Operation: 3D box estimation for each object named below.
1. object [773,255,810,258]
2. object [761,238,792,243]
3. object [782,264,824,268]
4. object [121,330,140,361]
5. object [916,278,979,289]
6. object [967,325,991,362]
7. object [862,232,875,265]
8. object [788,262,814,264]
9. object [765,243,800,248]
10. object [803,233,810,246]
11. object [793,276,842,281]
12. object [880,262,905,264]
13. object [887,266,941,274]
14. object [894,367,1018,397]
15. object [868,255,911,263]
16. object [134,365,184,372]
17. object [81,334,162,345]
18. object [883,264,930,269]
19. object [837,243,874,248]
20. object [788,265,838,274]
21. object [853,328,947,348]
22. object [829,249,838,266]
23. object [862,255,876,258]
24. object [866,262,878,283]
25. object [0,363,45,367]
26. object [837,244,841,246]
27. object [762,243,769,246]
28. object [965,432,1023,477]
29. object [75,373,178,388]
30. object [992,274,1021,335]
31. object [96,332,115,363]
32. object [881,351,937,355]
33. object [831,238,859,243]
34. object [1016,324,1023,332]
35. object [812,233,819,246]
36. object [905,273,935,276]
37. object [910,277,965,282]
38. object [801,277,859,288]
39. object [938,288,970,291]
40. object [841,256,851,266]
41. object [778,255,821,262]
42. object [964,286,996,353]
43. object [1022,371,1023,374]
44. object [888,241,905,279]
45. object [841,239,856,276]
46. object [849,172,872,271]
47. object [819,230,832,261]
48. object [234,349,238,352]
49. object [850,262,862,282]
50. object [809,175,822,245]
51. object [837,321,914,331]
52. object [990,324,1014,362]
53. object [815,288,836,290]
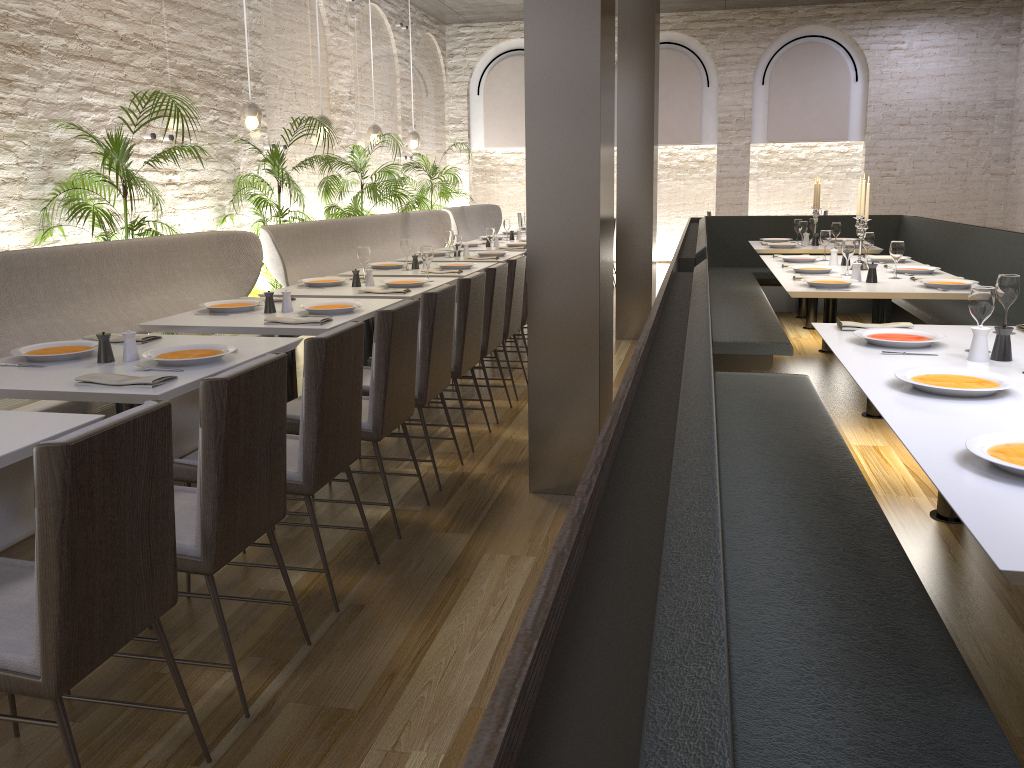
[{"bbox_3d":[2.239,-1.023,7.107,0.273,0.033,0.144,2,13,12],"label":"object"},{"bbox_3d":[2.658,-1.442,8.915,0.322,0.036,0.324,1,13,8],"label":"object"},{"bbox_3d":[2.060,-0.835,6.281,0.273,0.033,0.144,2,13,12],"label":"object"},{"bbox_3d":[-1.378,-0.141,3.198,0.059,0.108,0.060,0,11,4],"label":"object"},{"bbox_3d":[2.463,-0.564,5.017,0.321,0.036,0.324,-3,13,-12],"label":"object"},{"bbox_3d":[1.569,-0.135,2.972,0.069,0.126,0.069,0,11,6],"label":"object"},{"bbox_3d":[2.583,-0.985,6.435,0.086,0.229,0.087,4,12,24],"label":"object"},{"bbox_3d":[2.140,-0.896,6.564,0.185,0.010,0.017,2,12,12],"label":"object"},{"bbox_3d":[2.502,-1.278,8.198,0.321,0.036,0.324,-3,13,-12],"label":"object"},{"bbox_3d":[2.793,-1.372,8.404,0.069,0.126,0.069,-9,13,-35],"label":"object"},{"bbox_3d":[1.889,-0.655,5.489,0.273,0.033,0.144,2,13,12],"label":"object"},{"bbox_3d":[2.770,-0.883,6.453,0.181,0.015,0.038,2,13,13],"label":"object"},{"bbox_3d":[2.635,-0.745,5.813,0.322,0.036,0.323,7,15,31],"label":"object"},{"bbox_3d":[1.288,-0.001,2.583,0.321,0.036,0.324,-3,13,-12],"label":"object"},{"bbox_3d":[2.813,-0.931,6.631,0.322,0.036,0.324,1,13,8],"label":"object"},{"bbox_3d":[-1.198,-0.052,3.004,0.181,0.015,0.038,2,13,13],"label":"object"},{"bbox_3d":[-1.592,-0.185,3.617,0.273,0.033,0.144,2,13,12],"label":"object"},{"bbox_3d":[2.733,-0.812,6.138,0.273,0.033,0.144,2,13,12],"label":"object"},{"bbox_3d":[3.122,-1.257,8.064,0.321,0.036,0.324,-3,13,-12],"label":"object"},{"bbox_3d":[2.015,-0.766,5.946,0.322,0.036,0.323,7,15,31],"label":"object"},{"bbox_3d":[1.446,-0.167,3.314,0.322,0.036,0.323,7,15,31],"label":"object"},{"bbox_3d":[2.322,-0.914,6.392,0.069,0.126,0.069,0,11,6],"label":"object"},{"bbox_3d":[2.912,-1.000,6.965,0.273,0.033,0.144,2,13,12],"label":"object"},{"bbox_3d":[2.148,-0.663,5.285,0.069,0.126,0.069,9,15,43],"label":"object"},{"bbox_3d":[-1.723,-0.068,3.117,0.185,0.010,0.017,2,12,12],"label":"object"},{"bbox_3d":[3.206,-1.310,8.327,0.273,0.033,0.144,2,13,12],"label":"object"},{"bbox_3d":[2.535,-1.334,8.475,0.273,0.033,0.144,2,13,12],"label":"object"},{"bbox_3d":[1.134,0.161,1.869,0.321,0.036,0.324,-3,13,-12],"label":"object"},{"bbox_3d":[-1.231,-0.014,2.834,0.273,0.033,0.144,2,13,12],"label":"object"},{"bbox_3d":[1.944,-0.313,3.483,0.086,0.229,0.087,4,12,24],"label":"object"},{"bbox_3d":[-1.456,-0.133,3.168,0.059,0.108,0.060,0,11,4],"label":"object"},{"bbox_3d":[1.391,-0.107,3.097,0.185,0.010,0.017,2,12,12],"label":"object"},{"bbox_3d":[3.278,-1.421,8.782,0.322,0.036,0.323,-8,14,-29],"label":"object"},{"bbox_3d":[2.162,-0.218,3.496,0.273,0.033,0.144,2,13,12],"label":"object"},{"bbox_3d":[2.866,-1.364,8.364,0.069,0.126,0.069,-9,13,-35],"label":"object"},{"bbox_3d":[2.591,-0.695,5.626,0.181,0.015,0.038,2,13,13],"label":"object"},{"bbox_3d":[2.562,-0.632,5.346,0.273,0.033,0.144,2,13,12],"label":"object"},{"bbox_3d":[1.844,-0.585,5.151,0.321,0.036,0.324,1,13,10],"label":"object"},{"bbox_3d":[2.420,-0.515,4.834,0.181,0.015,0.038,2,13,13],"label":"object"},{"bbox_3d":[2.402,-0.910,6.371,0.069,0.126,0.069,0,11,6],"label":"object"},{"bbox_3d":[2.192,-0.952,6.764,0.322,0.036,0.324,1,13,8],"label":"object"},{"bbox_3d":[1.648,-0.227,3.117,0.086,0.229,0.087,4,12,24],"label":"object"},{"bbox_3d":[1.654,-0.349,2.690,0.132,0.652,0.393,4,12,22],"label":"object"},{"bbox_3d":[2.375,-0.766,5.476,0.086,0.229,0.087,-8,13,-35],"label":"object"},{"bbox_3d":[2.163,-0.815,5.707,0.086,0.229,0.087,1,11,12],"label":"object"},{"bbox_3d":[2.370,-1.102,6.003,0.132,0.652,0.393,4,12,22],"label":"object"},{"bbox_3d":[2.392,-1.056,6.765,0.086,0.229,0.087,4,12,24],"label":"object"},{"bbox_3d":[-1.123,-0.129,3.351,0.185,0.010,0.017,2,12,12],"label":"object"},{"bbox_3d":[2.079,-0.676,5.350,0.069,0.126,0.069,7,13,34],"label":"object"},{"bbox_3d":[2.897,-1.657,8.441,0.132,0.652,0.393,4,12,22],"label":"object"},{"bbox_3d":[1.489,-0.240,3.639,0.273,0.033,0.144,2,13,12],"label":"object"},{"bbox_3d":[1.650,-0.138,2.979,0.069,0.126,0.069,0,11,6],"label":"object"},{"bbox_3d":[1.790,-0.528,4.946,0.185,0.010,0.017,2,12,12],"label":"object"}]
